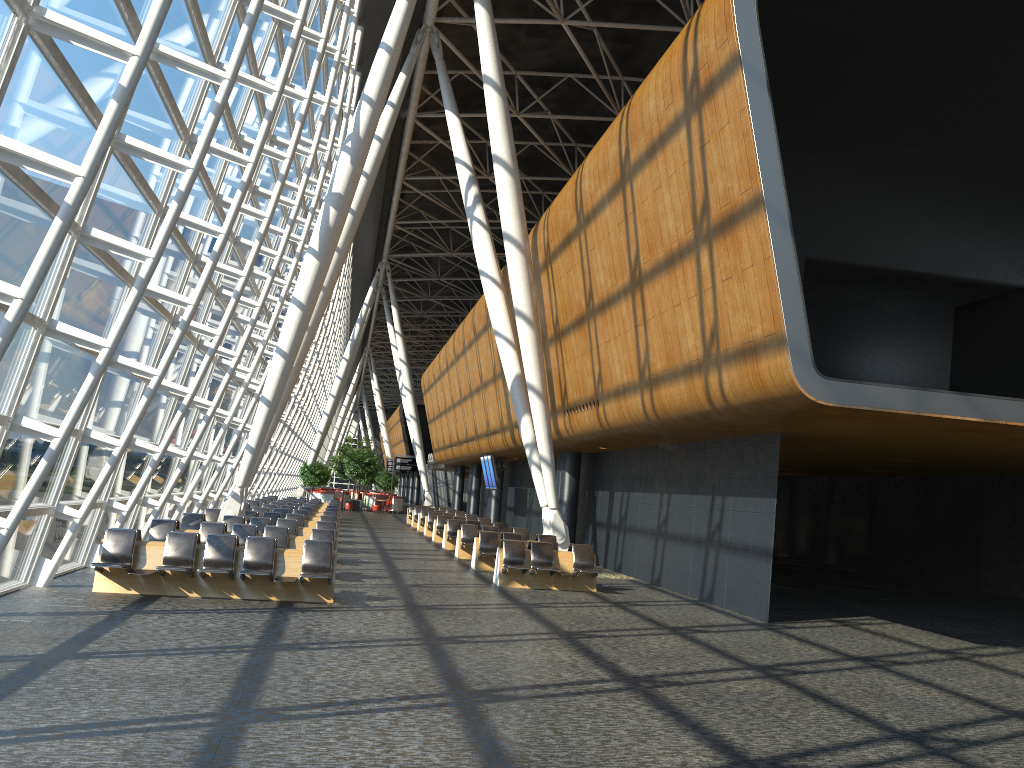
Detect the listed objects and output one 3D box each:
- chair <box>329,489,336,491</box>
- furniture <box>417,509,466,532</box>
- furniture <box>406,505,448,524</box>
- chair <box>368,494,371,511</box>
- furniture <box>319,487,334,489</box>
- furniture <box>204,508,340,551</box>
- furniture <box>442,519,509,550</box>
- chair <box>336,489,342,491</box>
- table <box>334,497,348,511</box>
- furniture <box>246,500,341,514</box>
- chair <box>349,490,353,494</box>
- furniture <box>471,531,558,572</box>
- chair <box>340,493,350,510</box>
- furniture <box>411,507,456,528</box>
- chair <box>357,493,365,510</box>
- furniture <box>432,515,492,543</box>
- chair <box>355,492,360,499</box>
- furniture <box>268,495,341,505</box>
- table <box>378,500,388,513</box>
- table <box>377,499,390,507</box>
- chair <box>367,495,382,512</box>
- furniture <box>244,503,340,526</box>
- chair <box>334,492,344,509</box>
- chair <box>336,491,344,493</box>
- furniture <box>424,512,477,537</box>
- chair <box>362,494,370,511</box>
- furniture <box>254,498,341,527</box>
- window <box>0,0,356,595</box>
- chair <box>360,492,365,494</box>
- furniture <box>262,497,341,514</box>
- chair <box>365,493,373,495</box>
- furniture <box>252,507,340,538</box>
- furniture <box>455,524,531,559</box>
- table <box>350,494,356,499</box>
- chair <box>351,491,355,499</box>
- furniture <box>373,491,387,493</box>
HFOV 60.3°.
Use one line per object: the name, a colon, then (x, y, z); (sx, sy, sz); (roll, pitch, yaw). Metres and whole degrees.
chair: (-13.909, 8.572, 67.640); (0.659, 1.007, 0.626); (2, -4, 44)
furniture: (-2.733, 5.406, 34.643); (1.899, 0.866, 1.667); (5, -6, -11)
furniture: (-3.860, 6.048, 40.536); (1.899, 0.866, 1.667); (5, -6, -11)
chair: (-8.419, 7.324, 54.231); (0.659, 1.007, 0.626); (2, -3, 34)
furniture: (-18.926, 10.993, 89.718); (3.256, 0.866, 1.667); (5, -6, -11)
furniture: (-5.894, 3.577, 21.584); (3.256, 0.866, 1.667); (5, -6, -11)
furniture: (-1.042, 4.444, 25.803); (1.899, 0.866, 1.667); (5, -6, -11)
chair: (-13.810, 8.747, 69.012); (0.621, 1.007, 0.665); (2, -4, 44)
table: (-9.938, 6.974, 51.218); (0.803, 0.748, 0.798); (7, -5, -39)
furniture: (-7.585, 4.539, 30.423); (3.256, 0.866, 1.667); (5, -6, -11)
chair: (-13.255, 9.016, 70.877); (0.663, 1.007, 0.623); (5, -3, -26)
furniture: (0.085, 3.803, 19.910); (1.899, 0.866, 1.667); (5, -6, -11)
chair: (-10.082, 6.963, 52.271); (0.659, 1.007, 0.626); (3, -3, 14)
furniture: (-3.297, 5.727, 37.590); (1.899, 0.866, 1.667); (5, -6, -11)
chair: (-9.466, 7.507, 56.346); (0.659, 1.007, 0.626); (3, -3, 24)
furniture: (-1.606, 4.765, 28.750); (1.899, 0.866, 1.667); (5, -6, -11)
chair: (-10.874, 8.309, 63.708); (0.659, 1.007, 0.626); (3, -3, 24)
furniture: (-9.275, 5.501, 39.263); (3.256, 0.866, 1.667); (5, -6, -11)
table: (-7.687, 7.262, 52.240); (0.798, 0.748, 0.804); (4, -4, 6)
table: (-7.851, 7.437, 53.766); (0.798, 0.748, 0.804); (4, -4, 6)
chair: (-8.261, 7.200, 53.130); (0.621, 1.007, 0.665); (2, -3, 34)
furniture: (-7.021, 4.218, 27.477); (3.256, 0.866, 1.667); (5, -6, -11)
chair: (-10.681, 7.072, 53.510); (0.621, 1.007, 0.665); (3, -3, 14)
chair: (-12.089, 7.873, 60.872); (0.621, 1.007, 0.665); (3, -3, 14)
furniture: (-2.169, 5.086, 31.697); (1.899, 0.866, 1.667); (5, -6, -11)
chair: (-8.976, 7.411, 55.272); (0.621, 1.007, 0.665); (3, -3, 24)
furniture: (-8.148, 4.860, 33.370); (3.256, 0.866, 1.667); (5, -6, -11)
window: (-17.045, 3.099, 78.238); (3.725, 13.977, 166.943); (4, -7, -10)
chair: (-10.384, 8.212, 62.634); (0.621, 1.007, 0.665); (3, -3, 24)
furniture: (-8.712, 5.180, 36.316); (3.256, 0.866, 1.667); (5, -6, -11)
chair: (-9.669, 8.001, 60.491); (0.621, 1.007, 0.665); (2, -3, 34)
furniture: (-6.458, 3.897, 24.530); (3.256, 0.866, 1.667); (5, -6, -11)
furniture: (-0.479, 4.123, 22.857); (1.899, 0.866, 1.667); (5, -6, -11)
table: (-11.849, 8.699, 66.406); (0.801, 0.748, 0.800); (6, -5, -24)
chair: (-11.903, 8.696, 67.469); (0.663, 1.007, 0.623); (5, -3, -26)
furniture: (-13.510, 11.539, 90.991); (1.899, 0.866, 1.667); (5, -6, -11)
